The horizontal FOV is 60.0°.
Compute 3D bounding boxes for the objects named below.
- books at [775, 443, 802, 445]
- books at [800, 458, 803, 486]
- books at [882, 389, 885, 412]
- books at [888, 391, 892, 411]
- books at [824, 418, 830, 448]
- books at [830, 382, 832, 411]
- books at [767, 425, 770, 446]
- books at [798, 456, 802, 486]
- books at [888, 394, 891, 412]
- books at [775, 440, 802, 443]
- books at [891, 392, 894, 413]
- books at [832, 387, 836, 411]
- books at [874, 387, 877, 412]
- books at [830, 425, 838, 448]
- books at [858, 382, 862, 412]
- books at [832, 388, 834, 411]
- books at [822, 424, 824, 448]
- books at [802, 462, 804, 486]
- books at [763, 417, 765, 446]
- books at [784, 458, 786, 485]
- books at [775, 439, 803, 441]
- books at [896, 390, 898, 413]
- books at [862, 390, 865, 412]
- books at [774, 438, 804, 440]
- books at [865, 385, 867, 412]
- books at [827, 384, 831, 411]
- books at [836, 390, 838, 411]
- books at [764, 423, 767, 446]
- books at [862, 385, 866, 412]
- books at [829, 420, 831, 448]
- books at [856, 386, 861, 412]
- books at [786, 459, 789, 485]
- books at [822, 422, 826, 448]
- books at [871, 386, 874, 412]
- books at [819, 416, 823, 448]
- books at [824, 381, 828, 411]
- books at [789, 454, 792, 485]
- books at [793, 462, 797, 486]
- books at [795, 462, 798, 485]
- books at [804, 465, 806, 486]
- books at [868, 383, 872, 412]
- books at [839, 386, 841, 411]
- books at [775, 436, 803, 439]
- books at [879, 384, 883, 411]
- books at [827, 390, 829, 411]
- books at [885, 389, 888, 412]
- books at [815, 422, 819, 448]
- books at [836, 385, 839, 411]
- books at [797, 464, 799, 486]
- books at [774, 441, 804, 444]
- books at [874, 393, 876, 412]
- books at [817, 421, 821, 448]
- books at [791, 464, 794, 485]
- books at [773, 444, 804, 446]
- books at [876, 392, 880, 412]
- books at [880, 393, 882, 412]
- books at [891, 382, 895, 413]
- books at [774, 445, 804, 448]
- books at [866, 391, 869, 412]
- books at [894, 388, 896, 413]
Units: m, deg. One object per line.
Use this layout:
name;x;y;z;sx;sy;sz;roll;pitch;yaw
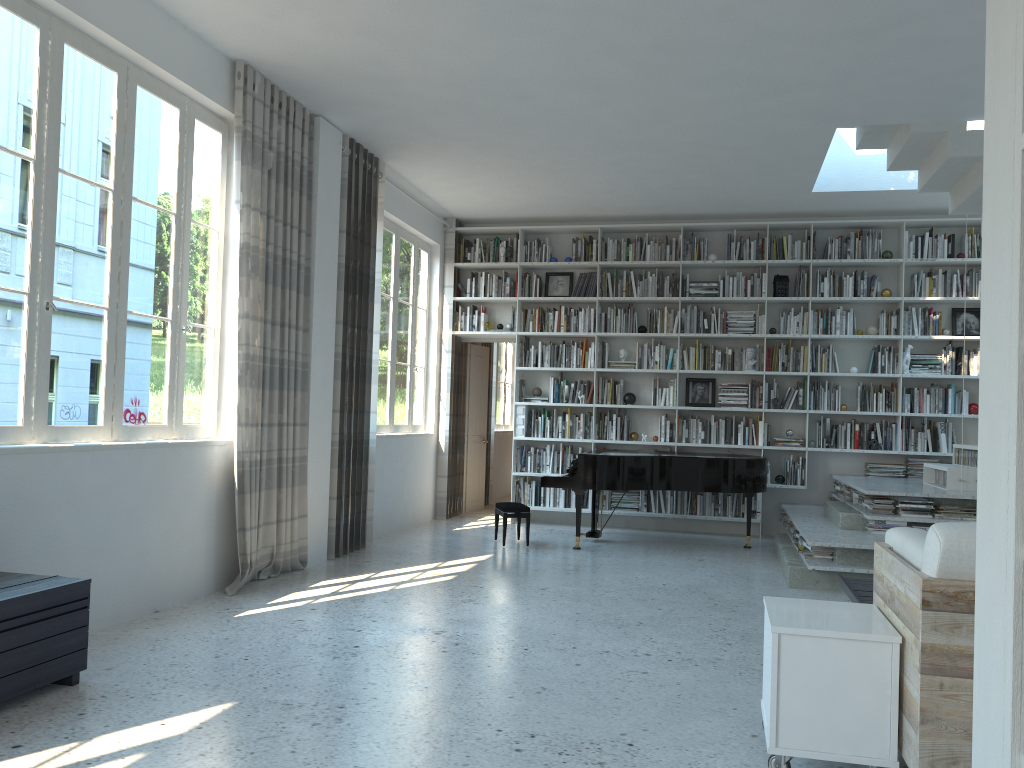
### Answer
books;2.746;0.593;8.801;0.254;0.012;0.161;1;-2;19
books;2.850;0.862;8.742;0.015;0.270;0.157;2;-2;13
books;3.613;0.164;8.655;0.018;0.229;0.182;2;-2;13
books;3.684;0.178;8.653;0.016;0.205;0.141;2;-2;13
books;3.108;0.486;8.755;0.030;0.294;0.188;2;-2;13
books;3.157;0.127;8.783;0.006;0.285;0.159;2;-2;13
books;2.575;0.517;8.910;0.030;0.210;0.136;2;-2;13
books;2.828;0.854;8.725;0.021;0.285;0.172;2;-2;13
books;3.662;0.189;8.629;0.016;0.180;0.189;2;-2;13
books;2.748;0.569;8.804;0.254;0.012;0.161;1;-2;18
books;3.696;0.179;8.640;0.013;0.204;0.158;2;-2;13
books;3.184;0.150;8.766;0.015;0.238;0.176;2;-2;13
books;3.557;0.156;8.691;0.030;0.244;0.135;2;-2;13
books;3.167;0.519;8.756;0.065;0.231;0.162;1;-2;13
books;3.425;0.130;8.728;0.016;0.289;0.131;2;-2;13
books;3.175;0.158;8.778;0.008;0.222;0.134;2;-2;13
books;3.069;0.513;8.790;0.015;0.240;0.152;2;-2;13
books;2.860;0.881;8.724;0.013;0.233;0.149;2;-2;13
books;2.529;0.478;8.920;0.012;0.285;0.159;2;-2;13
books;2.699;0.862;8.765;0.005;0.264;0.162;2;-2;13
books;2.745;0.556;8.794;0.254;0.012;0.161;1;-2;13
books;3.742;0.170;8.645;0.009;0.223;0.146;2;-2;13
books;3.433;0.166;8.696;0.015;0.215;0.177;2;-2;13
books;2.748;0.544;8.803;0.285;0.012;0.159;1;-2;17
books;3.463;0.146;8.703;0.008;0.259;0.158;2;-2;13
books;3.134;0.135;8.772;0.012;0.267;0.183;2;-2;13
books;3.197;0.166;8.759;0.014;0.207;0.180;2;-2;13
books;2.547;0.507;8.915;0.027;0.229;0.141;2;-2;13
books;3.452;0.144;8.707;0.015;0.262;0.149;2;-2;13
books;3.130;0.495;8.759;0.010;0.277;0.174;2;-2;13
books;3.405;0.148;8.719;0.019;0.251;0.130;2;-2;13
books;2.719;0.871;8.751;0.014;0.245;0.176;2;-2;13
books;3.082;0.504;8.762;0.023;0.256;0.178;2;-2;13
books;3.514;0.151;8.671;0.018;0.251;0.184;2;-2;13
books;3.053;0.474;8.769;0.010;0.316;0.187;2;-2;13
books;3.102;0.119;8.774;0.014;0.297;0.175;2;-2;13
books;2.747;0.845;8.765;0.032;0.300;0.149;2;-2;13
books;2.781;0.883;8.728;0.026;0.224;0.175;2;-2;13
books;2.803;0.883;8.740;0.012;0.225;0.149;2;-2;13
books;2.875;0.895;8.733;0.012;0.206;0.160;2;-2;13
books;3.508;0.134;8.700;0.007;0.285;0.159;2;-2;13
books;3.226;0.145;8.758;0.013;0.251;0.173;2;-2;13
books;2.746;0.532;8.797;0.254;0.012;0.161;1;-2;22
books;3.602;0.141;8.659;0.006;0.274;0.173;2;-2;13
books;3.123;0.167;8.785;0.013;0.203;0.167;2;-2;13
books;3.650;0.164;8.660;0.021;0.231;0.155;2;-2;13
books;3.023;0.505;8.794;0.012;0.254;0.161;2;-2;13
books;3.213;0.140;8.761;0.014;0.261;0.142;2;-2;13
books;2.810;0.890;8.721;0.011;0.212;0.178;2;-2;13
books;2.746;0.581;8.800;0.285;0.012;0.159;1;-2;16
books;3.531;0.185;8.665;0.018;0.182;0.182;2;-2;13
books;3.036;0.500;8.771;0.023;0.262;0.186;2;-2;13
books;2.767;0.894;8.757;0.013;0.202;0.139;2;-2;13
books;2.747;0.605;8.804;0.285;0.012;0.159;1;-2;18
books;3.573;0.180;8.666;0.015;0.195;0.175;2;-2;13
books;3.588;0.186;8.658;0.019;0.183;0.190;2;-2;13
books;3.705;0.133;8.632;0.007;0.295;0.162;2;-2;13
books;2.745;0.617;8.799;0.285;0.012;0.159;1;-2;16
books;3.486;0.173;8.717;0.031;0.208;0.122;2;-2;13
books;3.723;0.162;8.654;0.019;0.240;0.134;2;-2;13
